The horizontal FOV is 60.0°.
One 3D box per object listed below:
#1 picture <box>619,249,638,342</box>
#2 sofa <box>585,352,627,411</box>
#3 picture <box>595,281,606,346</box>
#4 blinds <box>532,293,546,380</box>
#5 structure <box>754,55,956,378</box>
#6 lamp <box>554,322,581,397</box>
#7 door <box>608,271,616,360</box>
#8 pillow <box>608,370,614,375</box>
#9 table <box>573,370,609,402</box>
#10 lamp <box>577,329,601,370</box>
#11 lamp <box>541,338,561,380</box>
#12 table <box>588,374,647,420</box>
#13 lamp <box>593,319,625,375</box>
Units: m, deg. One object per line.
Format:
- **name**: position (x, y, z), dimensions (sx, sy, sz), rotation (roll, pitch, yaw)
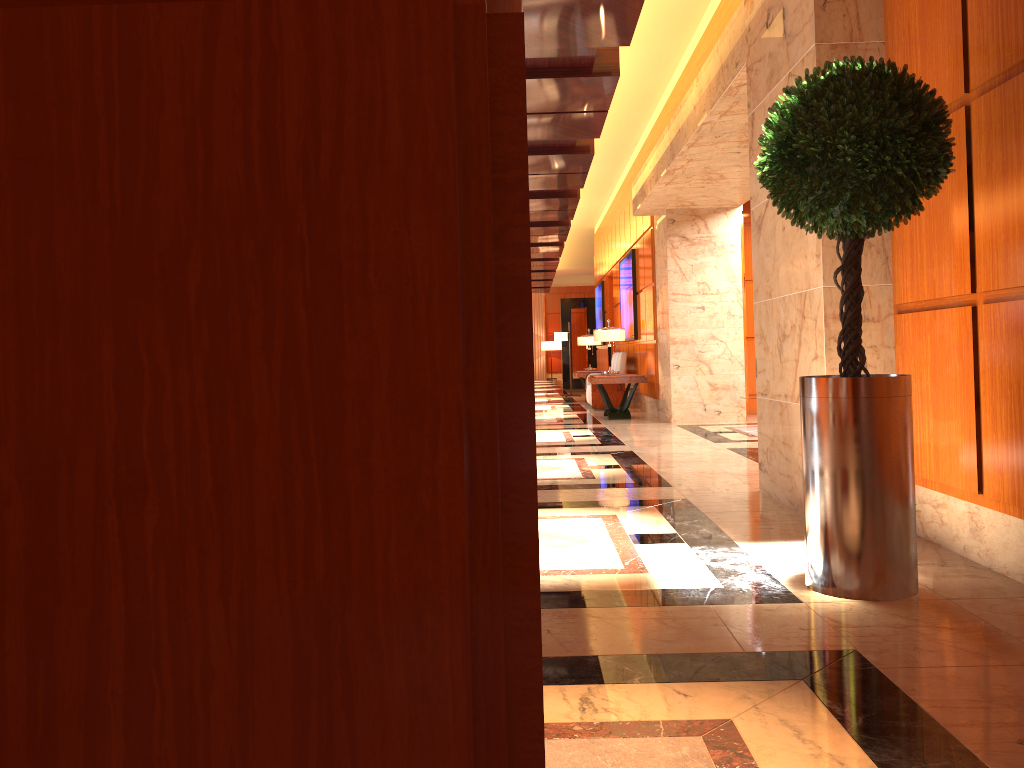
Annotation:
- **picture**: position (1.977, -1.463, 15.147), dimensions (0.056, 1.452, 1.997), rotation (-2, 1, 1)
- **sofa**: position (1.599, -0.070, 15.148), dimensions (0.612, 0.932, 1.799), rotation (-2, 1, 2)
- **picture**: position (2.082, -1.635, 21.007), dimensions (0.056, 1.452, 1.997), rotation (-2, 1, 1)
- **blinds**: position (-0.618, -2.169, 35.857), dimensions (3.852, 4.066, 0.149), rotation (-2, -1, 1)
- **structure**: position (1.277, -0.363, 3.303), dimensions (0.722, 1.713, 0.721), rotation (-1, 0, -21)
- **lamp**: position (1.213, -0.544, 19.655), dimensions (0.527, 1.661, 0.359), rotation (-2, -1, -9)
- **door**: position (2.306, -1.044, 18.735), dimensions (0.340, 2.652, 1.537), rotation (-2, 0, 1)
- **pillow**: position (1.667, -0.111, 15.167), dimensions (0.160, 0.253, 0.358), rotation (-2, 1, -2)
- **table**: position (1.568, 0.054, 16.856), dimensions (0.725, 0.607, 1.270), rotation (-2, 1, 1)
- **lamp**: position (1.480, -0.661, 16.933), dimensions (0.459, 0.794, 0.458), rotation (-2, 0, -37)
- **lamp**: position (1.581, -1.002, 35.173), dimensions (0.810, 1.661, 0.811), rotation (-2, 0, 41)
- **table**: position (1.492, 0.178, 12.635), dimensions (0.725, 0.607, 1.270), rotation (-2, 1, 1)
- **lamp**: position (1.405, -0.531, 12.779), dimensions (0.458, 0.810, 0.459), rotation (-2, 0, 10)
